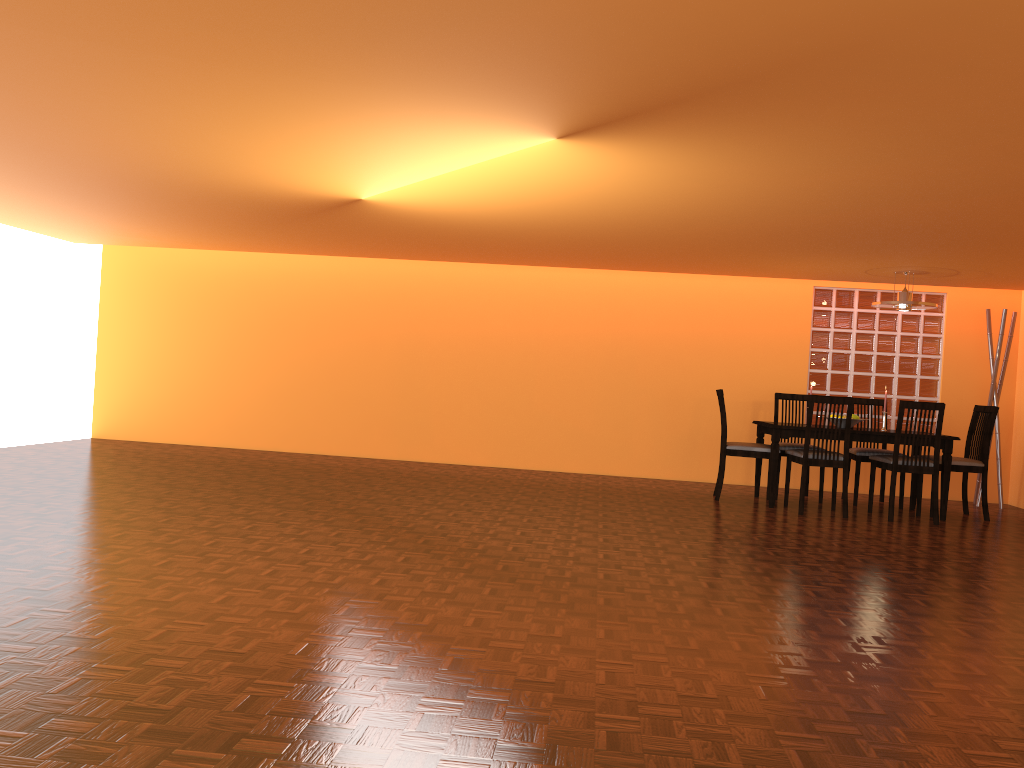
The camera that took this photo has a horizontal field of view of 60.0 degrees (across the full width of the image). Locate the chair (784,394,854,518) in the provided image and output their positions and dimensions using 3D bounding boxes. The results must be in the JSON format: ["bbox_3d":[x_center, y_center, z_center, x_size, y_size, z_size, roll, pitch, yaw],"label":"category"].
[{"bbox_3d":[2.104,0.481,6.056,0.373,0.809,0.465,4,0,6],"label":"chair"}]

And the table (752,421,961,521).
[{"bbox_3d":[2.412,0.611,6.381,1.259,0.584,0.697,4,0,6],"label":"table"}]

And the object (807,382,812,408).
[{"bbox_3d":[2.133,0.138,6.339,0.044,0.326,0.044,4,0,-6],"label":"object"}]

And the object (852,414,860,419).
[{"bbox_3d":[2.468,0.250,6.390,0.069,0.066,0.069,4,0,15],"label":"object"}]

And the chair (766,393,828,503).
[{"bbox_3d":[2.181,0.480,6.819,0.373,0.809,0.465,4,0,6],"label":"chair"}]

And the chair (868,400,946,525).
[{"bbox_3d":[2.677,0.517,6.000,0.373,0.809,0.465,4,0,6],"label":"chair"}]

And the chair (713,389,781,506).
[{"bbox_3d":[1.703,0.453,6.479,0.465,0.809,0.373,4,0,11],"label":"chair"}]

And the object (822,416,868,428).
[{"bbox_3d":[2.393,0.281,6.395,0.337,0.072,0.337,3,0,-28],"label":"object"}]

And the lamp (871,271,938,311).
[{"bbox_3d":[2.810,-0.660,6.340,0.435,0.274,0.435,4,0,28],"label":"lamp"}]

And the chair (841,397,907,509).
[{"bbox_3d":[2.753,0.516,6.762,0.373,0.809,0.465,4,0,6],"label":"chair"}]

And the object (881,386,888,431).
[{"bbox_3d":[2.679,0.172,6.369,0.044,0.326,0.044,4,0,-6],"label":"object"}]

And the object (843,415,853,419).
[{"bbox_3d":[2.409,0.260,6.336,0.066,0.070,0.055,3,0,-13],"label":"object"}]

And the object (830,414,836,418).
[{"bbox_3d":[2.305,0.241,6.361,0.055,0.046,0.046,3,0,-11],"label":"object"}]

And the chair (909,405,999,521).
[{"bbox_3d":[3.155,0.544,6.327,0.465,0.809,0.373,4,0,1],"label":"chair"}]

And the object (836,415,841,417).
[{"bbox_3d":[2.370,0.264,6.428,0.087,0.076,0.089,4,0,12],"label":"object"}]

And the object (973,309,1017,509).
[{"bbox_3d":[3.848,0.195,7.059,0.226,1.589,0.308,4,0,28],"label":"object"}]
